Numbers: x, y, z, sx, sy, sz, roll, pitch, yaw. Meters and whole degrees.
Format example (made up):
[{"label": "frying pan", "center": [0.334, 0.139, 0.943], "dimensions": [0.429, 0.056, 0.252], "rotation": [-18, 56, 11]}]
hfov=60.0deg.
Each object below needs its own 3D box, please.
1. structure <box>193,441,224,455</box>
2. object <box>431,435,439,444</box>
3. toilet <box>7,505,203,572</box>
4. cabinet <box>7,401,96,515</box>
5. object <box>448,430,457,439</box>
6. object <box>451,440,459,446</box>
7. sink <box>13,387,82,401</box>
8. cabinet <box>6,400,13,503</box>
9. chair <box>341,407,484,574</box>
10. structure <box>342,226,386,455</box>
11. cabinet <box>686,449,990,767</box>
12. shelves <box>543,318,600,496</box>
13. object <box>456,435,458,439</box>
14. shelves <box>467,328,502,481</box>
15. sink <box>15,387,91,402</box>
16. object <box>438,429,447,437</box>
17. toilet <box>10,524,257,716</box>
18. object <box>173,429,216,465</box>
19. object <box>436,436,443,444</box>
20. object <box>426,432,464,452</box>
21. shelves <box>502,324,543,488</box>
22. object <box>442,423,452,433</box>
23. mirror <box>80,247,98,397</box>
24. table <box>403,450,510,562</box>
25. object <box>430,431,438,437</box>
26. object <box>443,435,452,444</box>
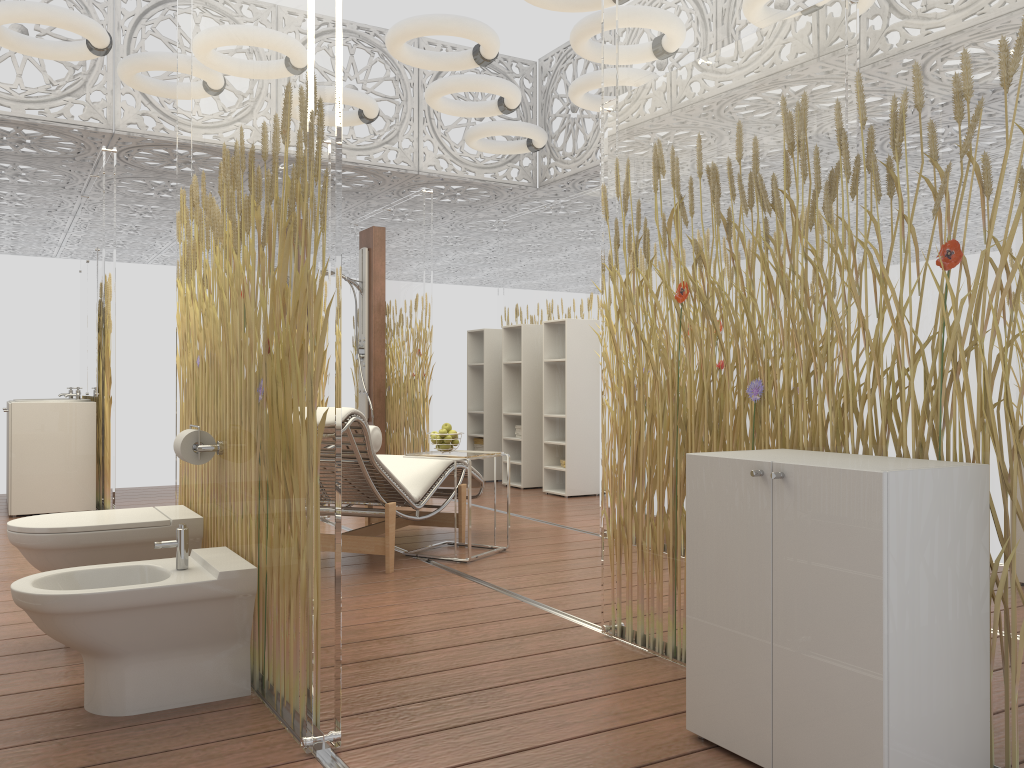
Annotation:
[{"label": "structure", "center": [-1.044, 0.213, 3.009], "dimensions": [0.080, 0.047, 0.215], "rotation": [0, 0, -30]}, {"label": "object", "center": [-0.408, 0.297, 4.766], "dimensions": [0.058, 0.058, 0.058], "rotation": [0, 0, 27]}, {"label": "toilet", "center": [-1.473, 0.697, 3.201], "dimensions": [0.611, 0.437, 0.401], "rotation": [0, 0, -30]}, {"label": "cabinet", "center": [-3.407, 0.522, 6.553], "dimensions": [0.549, 0.782, 0.643], "rotation": [0, 0, -30]}, {"label": "object", "center": [-0.318, 0.273, 4.765], "dimensions": [0.050, 0.054, 0.055], "rotation": [0, 0, 29]}, {"label": "object", "center": [-0.307, 0.315, 4.780], "dimensions": [0.045, 0.042, 0.045], "rotation": [0, 0, -36]}, {"label": "sink", "center": [-3.756, 0.158, 7.186], "dimensions": [0.499, 0.266, 0.573], "rotation": [0, 0, -33]}, {"label": "cabinet", "center": [-3.770, 0.526, 7.174], "dimensions": [0.549, 0.782, 0.643], "rotation": [0, 0, -30]}, {"label": "chair", "center": [-0.730, 0.516, 4.849], "dimensions": [0.635, 0.811, 1.787], "rotation": [0, 0, 20]}, {"label": "structure", "center": [-1.452, -0.260, 8.206], "dimensions": [0.624, 2.402, 0.433], "rotation": [0, 0, -44]}, {"label": "cabinet", "center": [0.751, 0.534, 2.124], "dimensions": [0.358, 0.712, 0.595], "rotation": [0, 0, -30]}, {"label": "shelves", "center": [0.503, 0.192, 7.514], "dimensions": [0.344, 1.460, 0.366], "rotation": [0, 0, -30]}, {"label": "object", "center": [-0.320, 0.286, 4.820], "dimensions": [0.055, 0.048, 0.054], "rotation": [0, 0, -37]}, {"label": "shelves", "center": [-0.207, 0.199, 8.729], "dimensions": [0.344, 1.460, 0.366], "rotation": [0, 0, -30]}, {"label": "sink", "center": [-3.394, 0.154, 6.566], "dimensions": [0.499, 0.266, 0.573], "rotation": [0, 0, -28]}, {"label": "object", "center": [-0.368, 0.261, 4.723], "dimensions": [0.047, 0.045, 0.047], "rotation": [0, 0, -30]}, {"label": "toilet", "center": [-1.091, 0.666, 2.549], "dimensions": [0.611, 0.506, 0.401], "rotation": [0, 0, -30]}, {"label": "object", "center": [-1.078, 0.212, 3.012], "dimensions": [0.115, 0.115, 0.131], "rotation": [0, 0, -30]}, {"label": "object", "center": [-0.386, 0.298, 4.730], "dimensions": [0.040, 0.040, 0.039], "rotation": [0, 0, -39]}, {"label": "object", "center": [-0.361, 0.317, 4.783], "dimensions": [0.206, 0.105, 0.206], "rotation": [0, 0, 15]}, {"label": "shelves", "center": [0.148, 0.196, 8.121], "dimensions": [0.344, 1.460, 0.366], "rotation": [0, 0, -30]}, {"label": "object", "center": [-0.352, 0.237, 4.782], "dimensions": [0.055, 0.056, 0.055], "rotation": [0, 0, -30]}, {"label": "mirror", "center": [-3.349, -0.446, 7.007], "dimensions": [0.009, 1.081, 1.422], "rotation": [0, 0, -30]}, {"label": "table", "center": [-0.296, 0.641, 4.802], "dimensions": [0.420, 0.535, 0.420], "rotation": [0, 0, 30]}, {"label": "object", "center": [-0.420, 0.280, 4.808], "dimensions": [0.047, 0.048, 0.047], "rotation": [0, 0, 22]}, {"label": "object", "center": [-0.342, 0.295, 4.728], "dimensions": [0.047, 0.045, 0.047], "rotation": [0, 0, -26]}]
